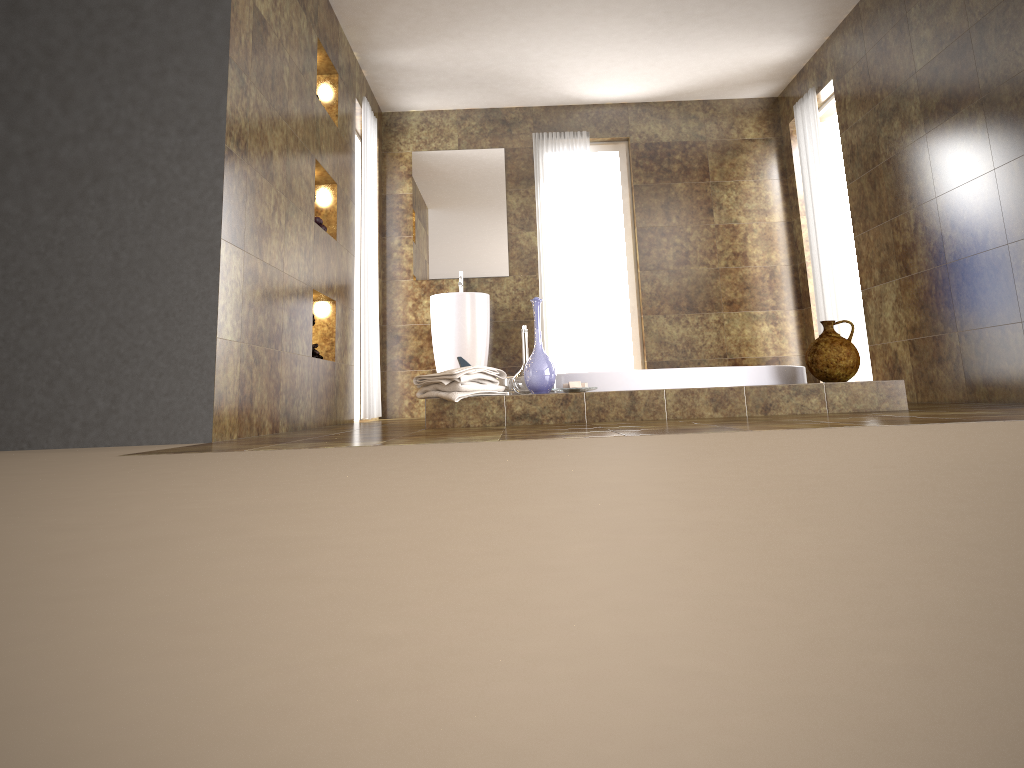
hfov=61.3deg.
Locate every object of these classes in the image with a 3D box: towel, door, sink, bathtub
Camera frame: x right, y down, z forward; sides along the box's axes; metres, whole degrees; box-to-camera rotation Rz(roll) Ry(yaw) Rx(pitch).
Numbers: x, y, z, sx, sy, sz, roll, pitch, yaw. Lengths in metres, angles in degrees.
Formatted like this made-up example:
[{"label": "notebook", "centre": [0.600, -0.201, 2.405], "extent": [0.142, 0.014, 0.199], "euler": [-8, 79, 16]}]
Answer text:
[{"label": "towel", "centre": [-0.226, 0.002, 3.743], "extent": [0.332, 0.155, 0.317], "euler": [-6, -5, 45]}, {"label": "door", "centre": [2.864, -1.003, 6.470], "extent": [0.944, 2.308, 0.039], "euler": [-9, -15, 32]}, {"label": "sink", "centre": [-0.391, -0.332, 6.598], "extent": [0.459, 1.178, 0.418], "euler": [-3, -12, 3]}, {"label": "bathtub", "centre": [0.647, 0.095, 4.563], "extent": [1.729, 0.542, 1.718], "euler": [-4, -3, 31]}]

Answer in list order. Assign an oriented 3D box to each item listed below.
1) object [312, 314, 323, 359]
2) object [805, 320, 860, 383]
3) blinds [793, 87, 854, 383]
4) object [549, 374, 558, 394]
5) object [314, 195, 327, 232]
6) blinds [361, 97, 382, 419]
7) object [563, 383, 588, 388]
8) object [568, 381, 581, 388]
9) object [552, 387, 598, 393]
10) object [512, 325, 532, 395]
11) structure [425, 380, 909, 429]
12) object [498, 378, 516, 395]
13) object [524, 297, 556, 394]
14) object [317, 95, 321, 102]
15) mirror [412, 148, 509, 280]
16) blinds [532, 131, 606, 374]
[{"label": "object", "centre": [-1.119, -0.269, 4.768], "extent": [0.152, 0.284, 0.145], "euler": [-2, -11, 0]}, {"label": "object", "centre": [1.421, -0.145, 3.844], "extent": [0.229, 0.285, 0.222], "euler": [2, -10, -28]}, {"label": "blinds", "centre": [2.245, -1.034, 6.299], "extent": [0.069, 2.360, 0.463], "euler": [-2, -13, 0]}, {"label": "object", "centre": [0.171, -0.016, 3.820], "extent": [0.057, 0.120, 0.056], "euler": [6, -14, -37]}, {"label": "object", "centre": [-1.154, -1.005, 4.966], "extent": [0.174, 0.295, 0.107], "euler": [-2, -12, 0]}, {"label": "blinds", "centre": [-1.005, -0.909, 6.193], "extent": [0.068, 2.359, 0.574], "euler": [-2, -13, 0]}, {"label": "object", "centre": [0.272, 0.011, 3.704], "extent": [0.100, 0.033, 0.059], "euler": [-3, -4, 15]}, {"label": "object", "centre": [0.264, 0.007, 3.637], "extent": [0.053, 0.035, 0.071], "euler": [-2, -4, 1]}, {"label": "object", "centre": [0.270, 0.027, 3.690], "extent": [0.190, 0.019, 0.184], "euler": [-2, -1, -11]}, {"label": "object", "centre": [0.061, -0.109, 3.853], "extent": [0.130, 0.319, 0.125], "euler": [-4, -12, 8]}, {"label": "structure", "centre": [0.648, 0.103, 4.563], "extent": [2.004, 0.128, 1.945], "euler": [-2, -1, 0]}, {"label": "object", "centre": [-0.068, 0.016, 3.942], "extent": [0.169, 0.078, 0.164], "euler": [-1, -4, -18]}, {"label": "object", "centre": [0.114, -0.169, 3.733], "extent": [0.136, 0.435, 0.130], "euler": [-4, -12, 8]}, {"label": "object", "centre": [-1.186, -1.728, 5.071], "extent": [0.152, 0.276, 0.117], "euler": [-2, -11, 0]}, {"label": "mirror", "centre": [-0.428, -1.397, 7.067], "extent": [0.768, 1.132, 0.008], "euler": [-2, -13, 0]}, {"label": "blinds", "centre": [0.450, -0.958, 6.926], "extent": [0.519, 2.347, 0.064], "euler": [-2, -13, 0]}]
